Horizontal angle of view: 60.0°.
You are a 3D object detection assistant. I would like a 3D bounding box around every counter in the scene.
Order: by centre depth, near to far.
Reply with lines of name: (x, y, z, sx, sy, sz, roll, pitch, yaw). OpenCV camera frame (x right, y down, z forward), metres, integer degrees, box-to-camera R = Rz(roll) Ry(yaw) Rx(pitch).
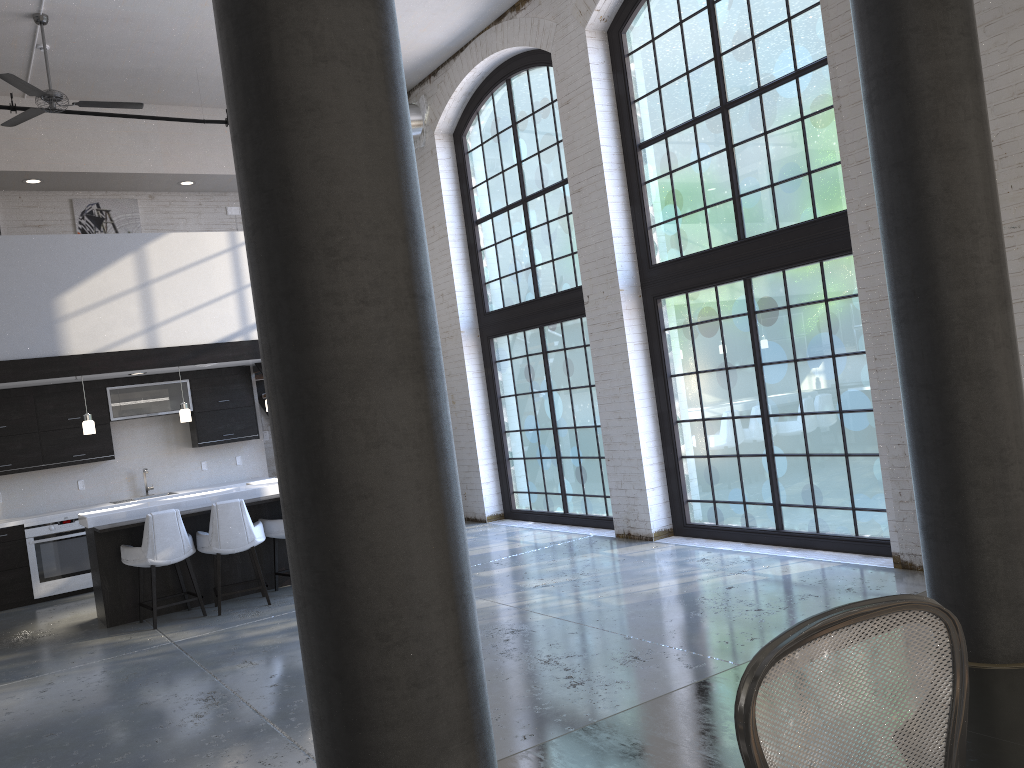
counter: (-2.894, 1.089, 8.526, 2.291, 0.095, 0.978, -7, 0, -32)
counter: (-4.512, 1.360, 9.342, 4.234, 0.045, 1.711, -7, 0, -32)

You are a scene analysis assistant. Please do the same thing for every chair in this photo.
chair: (0.786, 0.919, 1.378, 0.793, 1.086, 0.769, -7, 0, 41)
chair: (-2.947, 1.555, 7.520, 0.579, 0.984, 0.502, -8, 0, -36)
chair: (-2.414, 1.485, 7.700, 0.579, 0.984, 0.501, -8, 0, -21)
chair: (-1.950, 1.426, 8.154, 0.578, 0.984, 0.502, -8, 0, -41)

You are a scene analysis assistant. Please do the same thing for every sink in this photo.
sink: (-4.181, 1.379, 10.105, 0.676, 0.168, 0.475, -7, 0, -32)

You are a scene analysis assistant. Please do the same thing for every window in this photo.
window: (1.884, -1.200, 7.258, 0.137, 5.180, 2.493, -8, 0, -32)
window: (0.287, -0.968, 9.806, 0.137, 5.180, 2.493, -8, 0, -32)

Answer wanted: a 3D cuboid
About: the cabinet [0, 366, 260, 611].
cabinet: (-3.879, 1.012, 8.272, 4.227, 2.315, 4.279, -8, 0, -32)

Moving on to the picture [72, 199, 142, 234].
picture: (-4.877, -1.663, 10.807, 0.730, 1.183, 0.049, -8, 0, -32)

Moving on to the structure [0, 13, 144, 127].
structure: (-4.264, -2.843, 8.045, 1.366, 0.863, 1.191, -8, 0, -42)

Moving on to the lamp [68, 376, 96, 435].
lamp: (-4.380, 0.220, 8.975, 0.124, 0.623, 1.953, -8, 0, -30)

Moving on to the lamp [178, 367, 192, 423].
lamp: (-3.211, 0.061, 8.626, 0.100, 0.623, 0.100, -8, 1, -26)

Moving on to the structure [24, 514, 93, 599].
structure: (-4.863, 1.823, 9.696, 0.784, 0.790, 0.783, -8, 0, -32)

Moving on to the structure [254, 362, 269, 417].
structure: (-2.594, 0.422, 11.508, 1.661, 3.186, 0.930, -8, 0, -32)

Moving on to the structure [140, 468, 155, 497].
structure: (-4.251, 1.145, 10.324, 0.149, 0.328, 0.225, -8, 0, -32)

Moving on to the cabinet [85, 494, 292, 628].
cabinet: (-2.522, 1.540, 8.493, 2.689, 0.910, 1.371, -7, 0, -32)

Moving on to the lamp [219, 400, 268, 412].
lamp: (-2.979, 0.038, 9.867, 0.124, 0.623, 1.950, -8, 0, -32)
